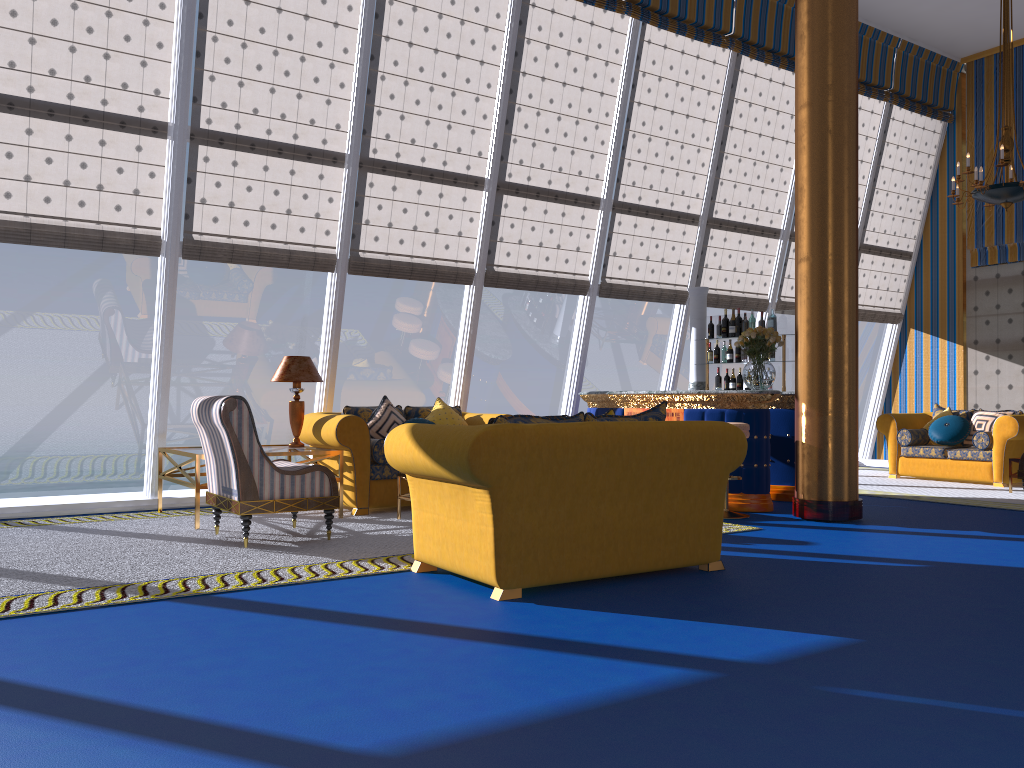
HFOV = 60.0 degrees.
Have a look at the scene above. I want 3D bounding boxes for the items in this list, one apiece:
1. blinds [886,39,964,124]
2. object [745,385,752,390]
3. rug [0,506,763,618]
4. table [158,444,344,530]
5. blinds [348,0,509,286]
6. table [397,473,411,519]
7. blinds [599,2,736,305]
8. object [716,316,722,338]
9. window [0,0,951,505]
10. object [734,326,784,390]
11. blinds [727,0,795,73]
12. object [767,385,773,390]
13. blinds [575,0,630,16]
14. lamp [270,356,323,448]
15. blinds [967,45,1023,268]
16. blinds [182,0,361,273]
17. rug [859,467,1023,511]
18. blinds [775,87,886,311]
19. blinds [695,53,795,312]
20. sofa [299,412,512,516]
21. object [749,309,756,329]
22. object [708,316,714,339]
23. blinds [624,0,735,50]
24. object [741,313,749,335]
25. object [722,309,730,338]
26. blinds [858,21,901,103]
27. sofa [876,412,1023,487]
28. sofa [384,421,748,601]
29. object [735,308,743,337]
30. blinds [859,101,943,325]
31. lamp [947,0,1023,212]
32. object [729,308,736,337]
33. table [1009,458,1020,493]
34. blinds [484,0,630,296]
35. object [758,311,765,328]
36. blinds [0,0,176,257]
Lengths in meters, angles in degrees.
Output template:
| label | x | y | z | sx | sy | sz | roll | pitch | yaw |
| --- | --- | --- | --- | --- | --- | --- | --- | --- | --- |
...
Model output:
| label | x | y | z | sx | sy | sz | roll | pitch | yaw |
| --- | --- | --- | --- | --- | --- | --- | --- | --- | --- |
| blinds | 5.707 | -4.143 | 12.319 | 1.539 | 0.830 | 0.335 | 1 | -1 | -34 |
| object | 2.396 | -0.046 | 9.002 | 0.068 | 0.244 | 0.069 | 0 | -1 | 37 |
| rug | -1.705 | 1.070 | 6.354 | 6.320 | 0.010 | 3.556 | 1 | -2 | -35 |
| table | -2.185 | 0.813 | 7.354 | 1.163 | 0.549 | 1.225 | 1 | -1 | -34 |
| blinds | -0.729 | -2.722 | 8.387 | 1.379 | 3.394 | 0.866 | 1 | -1 | -34 |
| table | -0.277 | 0.902 | 6.994 | 0.916 | 0.369 | 0.965 | 1 | -1 | -34 |
| blinds | 1.795 | -2.676 | 10.117 | 1.379 | 3.394 | 0.866 | 1 | -1 | -34 |
| object | 2.188 | -0.597 | 9.339 | 0.072 | 0.246 | 0.073 | 0 | -1 | 15 |
| window | -0.265 | -1.797 | 9.056 | 15.621 | 5.855 | 1.603 | 1 | -1 | -34 |
| object | 1.615 | -7.116 | 5.806 | 63.840 | 33.598 | 62.717 | 1 | -1 | -28 |
| blinds | 3.138 | -4.190 | 10.559 | 1.539 | 0.830 | 0.335 | 1 | -1 | -34 |
| object | 2.575 | -0.052 | 8.848 | 0.062 | 0.258 | 0.061 | 1 | -1 | -34 |
| blinds | 0.565 | -4.237 | 8.796 | 1.539 | 0.830 | 0.335 | 1 | -1 | -34 |
| lamp | -1.852 | 0.155 | 7.637 | 0.449 | 0.783 | 0.443 | 0 | -1 | -19 |
| blinds | 7.177 | -3.135 | 11.416 | 0.153 | 2.990 | 2.634 | 1 | -1 | -34 |
| blinds | -1.973 | -2.745 | 7.535 | 1.379 | 3.394 | 0.866 | 1 | -1 | -34 |
| rug | 5.456 | 1.167 | 9.726 | 3.630 | 0.011 | 6.195 | 1 | -2 | -34 |
| blinds | 4.307 | -2.631 | 11.838 | 1.379 | 3.394 | 0.866 | 1 | -1 | -34 |
| blinds | 3.021 | -2.654 | 10.957 | 1.379 | 3.394 | 0.866 | 1 | -1 | -34 |
| sofa | -0.941 | 0.680 | 8.141 | 1.864 | 0.854 | 0.991 | 1 | -1 | -34 |
| object | 2.418 | -0.617 | 8.929 | 0.070 | 0.271 | 0.068 | 0 | -1 | -24 |
| object | 2.106 | -0.596 | 9.383 | 0.066 | 0.244 | 0.065 | 1 | -1 | -30 |
| blinds | 1.851 | -4.214 | 9.677 | 1.539 | 0.830 | 0.335 | 1 | -1 | -34 |
| object | 2.370 | -0.601 | 9.012 | 0.076 | 0.247 | 0.077 | 0 | -1 | 20 |
| object | 2.215 | -0.626 | 9.196 | 0.082 | 0.302 | 0.080 | 1 | -1 | -29 |
| blinds | 4.421 | -4.167 | 11.438 | 1.539 | 0.830 | 0.335 | 1 | -1 | -34 |
| sofa | 5.579 | 0.775 | 10.923 | 1.021 | 0.854 | 1.829 | 1 | -1 | -32 |
| sofa | 0.321 | 0.629 | 5.017 | 1.866 | 0.854 | 1.001 | 1 | -1 | -33 |
| object | 2.322 | -0.629 | 9.083 | 0.082 | 0.302 | 0.081 | 0 | -1 | -17 |
| blinds | 5.544 | -2.608 | 12.685 | 1.379 | 3.394 | 0.866 | 1 | -1 | -34 |
| lamp | 5.034 | -2.957 | 9.035 | 1.049 | 2.421 | 1.070 | 0 | -1 | 33 |
| object | 2.274 | -0.627 | 9.109 | 0.086 | 0.302 | 0.084 | 1 | -1 | -40 |
| table | 5.913 | 0.972 | 9.259 | 0.916 | 0.369 | 0.965 | 1 | -1 | -34 |
| blinds | 0.520 | -2.700 | 9.243 | 1.379 | 3.394 | 0.866 | 1 | -1 | -34 |
| object | 2.500 | -0.606 | 8.876 | 0.072 | 0.246 | 0.073 | 0 | -1 | 15 |
| blinds | -3.247 | -2.768 | 6.662 | 1.379 | 3.394 | 0.866 | 1 | -1 | -34 |
